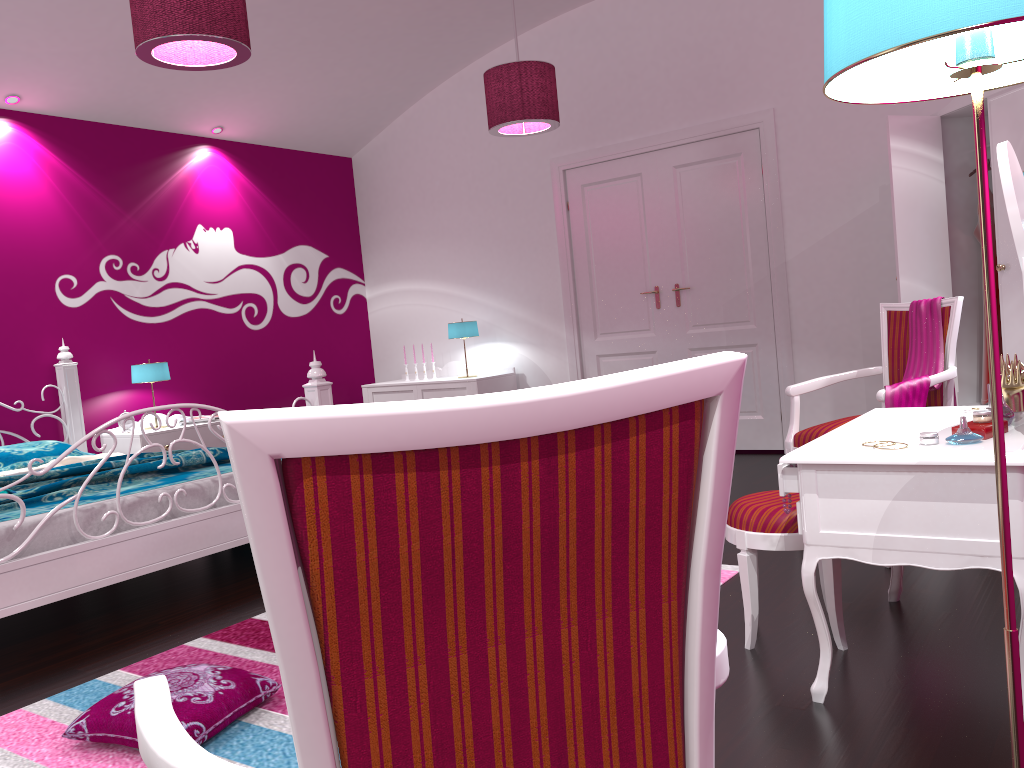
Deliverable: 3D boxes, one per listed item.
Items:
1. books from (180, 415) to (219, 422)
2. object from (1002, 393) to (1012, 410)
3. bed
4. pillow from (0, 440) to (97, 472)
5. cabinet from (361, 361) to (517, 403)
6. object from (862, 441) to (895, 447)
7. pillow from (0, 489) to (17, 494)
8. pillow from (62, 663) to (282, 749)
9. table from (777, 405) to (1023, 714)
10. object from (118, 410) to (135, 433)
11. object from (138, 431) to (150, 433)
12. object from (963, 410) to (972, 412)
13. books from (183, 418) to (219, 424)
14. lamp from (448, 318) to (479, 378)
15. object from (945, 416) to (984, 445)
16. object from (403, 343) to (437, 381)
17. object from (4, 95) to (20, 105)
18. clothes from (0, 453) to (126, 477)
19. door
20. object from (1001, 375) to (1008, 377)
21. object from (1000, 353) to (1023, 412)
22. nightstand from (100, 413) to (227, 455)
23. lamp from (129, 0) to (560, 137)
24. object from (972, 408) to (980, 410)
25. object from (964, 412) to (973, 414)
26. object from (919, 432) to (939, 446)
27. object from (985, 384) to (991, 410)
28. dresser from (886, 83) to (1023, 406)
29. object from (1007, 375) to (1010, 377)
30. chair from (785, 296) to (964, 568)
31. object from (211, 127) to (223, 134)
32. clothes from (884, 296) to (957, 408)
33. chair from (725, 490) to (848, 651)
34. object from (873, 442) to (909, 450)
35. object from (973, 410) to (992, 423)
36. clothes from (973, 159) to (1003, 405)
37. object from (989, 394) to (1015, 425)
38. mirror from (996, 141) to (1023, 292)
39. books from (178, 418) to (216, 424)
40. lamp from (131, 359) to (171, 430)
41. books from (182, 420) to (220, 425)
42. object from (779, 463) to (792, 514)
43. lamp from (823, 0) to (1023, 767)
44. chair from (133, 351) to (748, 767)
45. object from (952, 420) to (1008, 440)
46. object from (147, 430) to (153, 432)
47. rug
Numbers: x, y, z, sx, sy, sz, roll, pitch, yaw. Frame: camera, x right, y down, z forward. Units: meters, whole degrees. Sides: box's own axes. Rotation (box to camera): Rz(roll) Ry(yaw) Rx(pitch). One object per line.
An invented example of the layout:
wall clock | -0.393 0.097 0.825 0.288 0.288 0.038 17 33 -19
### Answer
books | -2.024 0.224 5.784 0.221 0.012 0.300 -8 4 -30
object | 1.245 0.047 2.262 0.045 0.081 0.098 -5 4 13
bed | -2.249 0.335 4.020 2.317 1.143 2.167 -3 4 36
pillow | -2.652 0.395 4.829 0.401 0.141 0.717 -3 4 38
cabinet | -0.558 0.210 6.794 1.142 0.734 0.506 -3 4 36
object | 0.847 0.138 2.047 0.073 0.003 0.073 -9 5 -43
pillow | -2.181 0.468 3.521 0.404 0.127 0.425 -9 5 -44
pillow | -0.866 0.817 2.282 0.401 0.107 0.419 -4 4 21
table | 1.082 0.402 2.262 0.526 0.592 0.856 -3 4 36
object | -2.378 0.230 5.466 0.033 0.140 0.106 -3 4 38
object | -2.215 0.289 5.337 0.073 0.006 0.073 -6 3 -1
object | 1.255 0.074 2.444 0.020 0.005 0.022 -6 4 -13
books | -2.027 0.236 5.791 0.220 0.007 0.300 -7 4 -19
lamp | -0.349 -0.267 6.563 0.229 0.438 0.229 -6 4 -9
object | 0.996 0.101 1.954 0.082 0.060 0.059 -6 4 -8
object | -0.720 -0.173 6.878 0.285 0.284 0.043 -4 4 24
object | -2.895 -1.654 5.133 0.085 0.058 0.080 -3 4 36
clothes | -2.233 0.562 4.547 0.553 0.376 1.036 -3 4 31
door | 1.040 -0.548 5.927 1.405 2.001 0.098 -3 4 36
object | 1.352 -0.024 2.436 0.020 0.007 0.020 -4 4 17
object | 1.350 -0.002 2.380 0.085 0.145 0.248 -4 4 23
nightstand | -2.120 0.489 5.646 0.455 0.616 0.742 -3 4 36
lamp | -0.566 -1.798 3.822 0.377 1.129 2.377 -3 4 36
object | 1.291 0.068 2.469 0.020 0.006 0.020 -2 5 42
object | 1.238 0.078 2.407 0.021 0.005 0.020 -8 5 -40
object | 0.934 0.122 1.985 0.040 0.026 0.040 -3 4 36
object | 1.200 0.047 2.214 0.030 0.096 0.030 -5 3 7
dresser | 2.379 -0.496 4.191 0.875 1.893 0.842 -6 4 -9
object | 1.344 -0.020 2.412 0.020 0.005 0.021 -4 4 27
chair | 1.372 0.153 3.316 0.511 0.901 0.528 -7 4 -19
object | -2.086 -1.801 6.266 0.085 0.058 0.080 -3 4 36
clothes | 1.476 0.082 3.195 0.162 0.777 0.601 -3 5 40
chair | 0.785 0.515 2.513 0.337 0.390 0.337 -3 4 33
object | 0.851 0.139 1.993 0.073 0.006 0.073 -6 3 -1
object | 1.088 0.076 2.051 0.040 0.026 0.040 -3 4 36
clothes | 2.468 -0.528 4.508 0.315 1.237 0.173 -6 3 -7
object | 1.182 0.054 2.149 0.059 0.094 0.059 -6 4 -15
mirror | 1.242 -0.160 2.074 0.138 0.829 0.544 -3 4 36
books | -2.040 0.231 5.768 0.220 0.007 0.300 -6 4 -15
lamp | -2.264 0.061 5.591 0.229 0.438 0.229 -6 4 -9
books | -2.028 0.244 5.780 0.220 0.007 0.300 -7 4 -24
object | 0.674 0.244 2.148 0.032 0.143 0.063 -3 4 36
lamp | 0.532 0.150 0.959 0.303 1.352 0.303 -9 5 -44
chair | -0.056 0.440 0.855 0.528 0.901 0.511 -7 4 -24
object | 1.075 0.105 2.037 0.122 0.027 0.075 -8 4 -39
object | -2.219 0.288 5.391 0.073 0.003 0.073 -6 3 -1
rug | -0.330 0.798 2.764 1.400 0.018 2.100 -3 4 36
